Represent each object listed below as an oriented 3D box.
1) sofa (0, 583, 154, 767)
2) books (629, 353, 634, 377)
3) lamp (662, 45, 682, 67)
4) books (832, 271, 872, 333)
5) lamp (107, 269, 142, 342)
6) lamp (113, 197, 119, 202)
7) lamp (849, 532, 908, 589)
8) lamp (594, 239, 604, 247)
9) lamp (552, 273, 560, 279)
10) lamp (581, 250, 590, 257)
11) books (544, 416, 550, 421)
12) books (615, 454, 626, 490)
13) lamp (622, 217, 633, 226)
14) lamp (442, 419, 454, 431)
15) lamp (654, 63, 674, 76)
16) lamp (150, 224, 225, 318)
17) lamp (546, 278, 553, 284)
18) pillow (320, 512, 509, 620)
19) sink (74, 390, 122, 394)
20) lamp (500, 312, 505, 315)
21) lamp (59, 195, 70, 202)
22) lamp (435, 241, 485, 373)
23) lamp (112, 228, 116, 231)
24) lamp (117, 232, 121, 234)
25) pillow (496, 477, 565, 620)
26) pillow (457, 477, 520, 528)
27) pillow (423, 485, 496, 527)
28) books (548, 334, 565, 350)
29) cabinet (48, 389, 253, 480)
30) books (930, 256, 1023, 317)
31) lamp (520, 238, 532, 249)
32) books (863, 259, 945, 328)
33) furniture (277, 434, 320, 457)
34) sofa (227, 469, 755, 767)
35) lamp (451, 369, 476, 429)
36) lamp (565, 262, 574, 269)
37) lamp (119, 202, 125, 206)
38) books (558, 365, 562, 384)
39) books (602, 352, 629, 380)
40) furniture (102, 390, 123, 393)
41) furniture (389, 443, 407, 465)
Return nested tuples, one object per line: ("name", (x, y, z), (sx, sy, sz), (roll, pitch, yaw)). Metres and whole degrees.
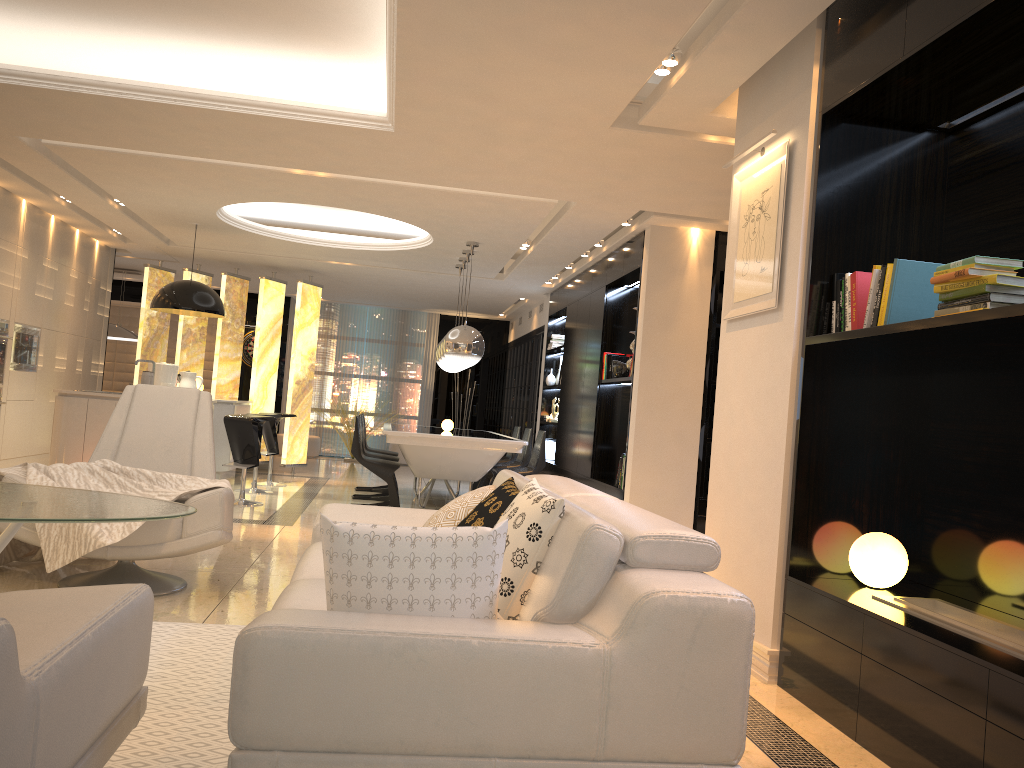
("sofa", (-1.939, 0.510, 1.466), (2.328, 0.754, 1.145), (5, -2, -8))
("books", (1.118, -0.169, 7.565), (0.189, 0.238, 0.290), (5, -2, -9))
("lamp", (0.734, -1.535, 4.095), (0.107, 0.127, 0.107), (5, -2, 3))
("books", (1.401, -0.307, 3.490), (0.208, 0.270, 0.240), (5, -2, -8))
("lamp", (-6.098, -1.189, 12.940), (1.578, 0.995, 0.939), (5, -2, -8))
("lamp", (-3.665, -1.765, 8.274), (0.107, 0.127, 0.107), (6, -2, -27))
("lamp", (1.420, 0.683, 3.439), (0.212, 0.214, 0.213), (4, -2, 32))
("lamp", (0.831, -1.380, 8.497), (0.107, 0.127, 0.107), (6, -2, -27))
("lamp", (0.524, -1.333, 10.699), (0.107, 0.127, 0.107), (6, -2, -27))
("lamp", (0.748, -1.368, 9.088), (0.107, 0.127, 0.107), (6, -2, -27))
("books", (0.530, 0.455, 11.470), (0.209, 0.073, 0.266), (5, -2, -4))
("books", (1.024, 0.748, 7.562), (0.222, 0.296, 0.345), (5, -2, -8))
("lamp", (0.969, -1.402, 7.503), (0.107, 0.127, 0.107), (6, -2, -27))
("lamp", (-0.665, 0.426, 9.162), (0.125, 0.125, 0.125), (3, -3, 43))
("lamp", (0.718, -1.533, 4.209), (0.107, 0.127, 0.107), (5, -2, 3))
("lamp", (-3.206, -1.157, 8.892), (0.710, 0.898, 0.710), (5, -2, 3))
("lamp", (0.462, -1.323, 11.143), (0.107, 0.127, 0.107), (6, -2, -27))
("pillow", (-0.238, 0.488, 2.322), (0.521, 0.325, 0.281), (5, -2, 2))
("sink", (-3.410, 0.153, 7.648), (0.485, 0.152, 0.738), (5, -2, -8))
("lamp", (-0.178, -1.241, 15.220), (0.107, 0.127, 0.107), (6, -2, -27))
("lamp", (-4.210, -1.806, 8.409), (0.107, 0.127, 0.270), (5, -2, -8))
("lamp", (-0.532, -0.753, 9.326), (0.408, 1.226, 1.827), (5, -2, -8))
("lamp", (-4.422, -1.773, 9.928), (0.107, 0.127, 0.107), (6, -2, -27))
("lamp", (-4.444, -1.770, 10.091), (0.107, 0.127, 0.107), (5, -2, -12))
("pillow", (-0.024, 0.489, 2.644), (0.255, 0.399, 0.526), (5, -2, -8))
("pillow", (-0.131, 0.510, 3.091), (0.323, 0.355, 0.524), (5, -2, -7))
("pillow", (-0.206, 0.553, 3.542), (0.351, 0.329, 0.521), (5, -2, -8))
("books", (0.604, -0.533, 11.511), (0.259, 0.188, 0.302), (5, -2, -1))
("cabinet", (-3.405, 0.565, 8.797), (1.046, 0.887, 3.752), (5, -2, -8))
("books", (1.519, -0.285, 2.824), (0.260, 0.197, 0.296), (5, -2, -5))
("lamp", (0.131, -1.426, 8.877), (0.107, 0.127, 0.271), (5, -2, -8))
("books", (1.436, -0.307, 3.261), (0.212, 0.261, 0.210), (5, -2, -8))
("furniture", (-3.573, 1.014, 14.781), (0.735, 0.357, 0.735), (5, -2, -6))
("sofa", (-0.185, 0.709, 3.017), (1.145, 0.754, 2.328), (5, -2, -8))
("lamp", (-0.881, 0.534, 15.319), (0.418, 1.801, 0.200), (5, -2, -8))
("lamp", (0.636, -1.350, 9.894), (0.107, 0.127, 0.107), (6, -2, -27))
("lamp", (-3.688, -1.761, 8.436), (0.107, 0.127, 0.107), (6, -2, -27))
("books", (0.678, -0.108, 10.835), (0.207, 0.256, 0.245), (5, -2, -9))
("books", (0.992, -0.164, 8.478), (0.210, 0.270, 0.236), (5, -2, -8))
("furniture", (-7.511, 0.472, 15.207), (1.312, 0.810, 1.107), (5, -2, -8))
("furniture", (-1.711, 1.176, 14.944), (0.735, 0.357, 0.735), (6, -2, -36))
